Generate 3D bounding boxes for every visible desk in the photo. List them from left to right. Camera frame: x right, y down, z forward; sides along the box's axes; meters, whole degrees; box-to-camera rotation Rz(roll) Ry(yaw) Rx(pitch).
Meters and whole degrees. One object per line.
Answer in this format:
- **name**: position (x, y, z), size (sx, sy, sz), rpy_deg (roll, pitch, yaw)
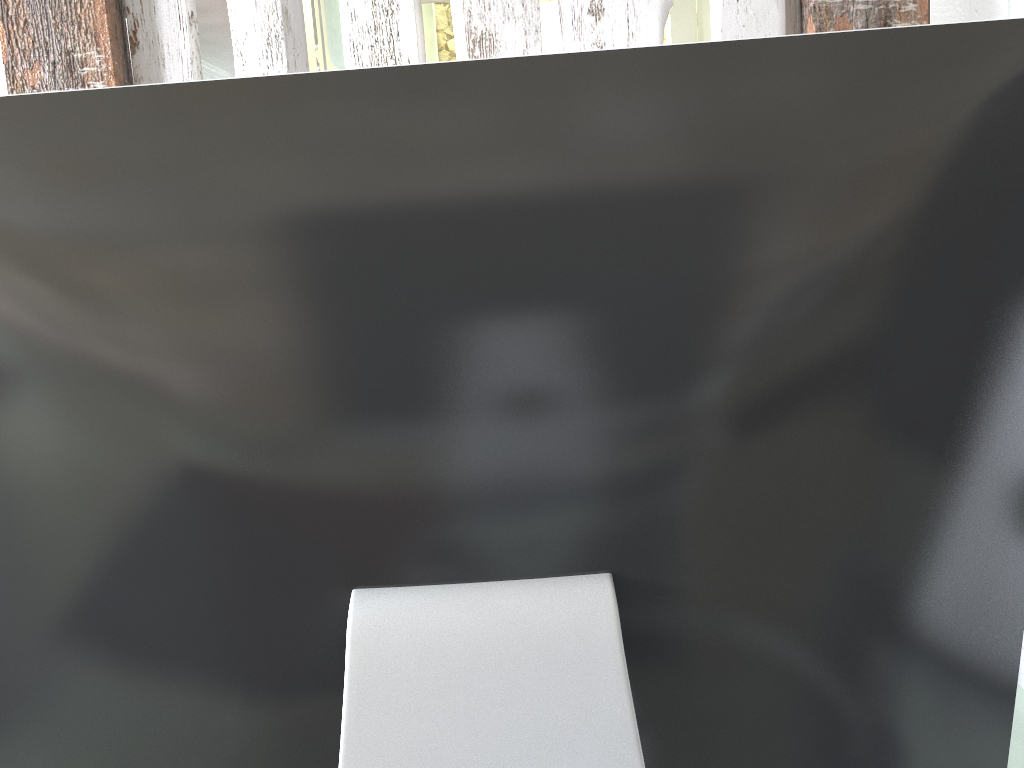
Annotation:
- **desk**: position (-0.263, 0.779, 0.193), size (2.506, 0.722, 1.311), rpy_deg (-4, 10, 2)

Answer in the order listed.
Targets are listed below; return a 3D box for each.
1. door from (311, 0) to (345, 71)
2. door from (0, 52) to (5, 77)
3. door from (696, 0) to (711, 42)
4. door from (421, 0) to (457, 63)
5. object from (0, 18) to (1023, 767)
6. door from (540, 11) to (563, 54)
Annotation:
- **door**: position (-0.478, -0.356, 2.404), size (0.041, 2.163, 1.066), rpy_deg (-4, 8, 2)
- **door**: position (-2.687, -0.635, 4.720), size (1.160, 2.165, 0.041), rpy_deg (-4, 8, 1)
- **door**: position (1.350, -0.706, 3.817), size (1.076, 2.070, 0.041), rpy_deg (-4, 8, 1)
- **door**: position (-0.405, -0.708, 4.235), size (0.483, 2.166, 1.193), rpy_deg (-8, 9, -24)
- **object**: position (-0.014, 0.113, 0.375), size (0.483, 0.481, 0.191), rpy_deg (-4, 8, 2)
- **door**: position (0.255, -0.920, 4.937), size (0.868, 2.202, 0.146), rpy_deg (-4, 8, 1)
